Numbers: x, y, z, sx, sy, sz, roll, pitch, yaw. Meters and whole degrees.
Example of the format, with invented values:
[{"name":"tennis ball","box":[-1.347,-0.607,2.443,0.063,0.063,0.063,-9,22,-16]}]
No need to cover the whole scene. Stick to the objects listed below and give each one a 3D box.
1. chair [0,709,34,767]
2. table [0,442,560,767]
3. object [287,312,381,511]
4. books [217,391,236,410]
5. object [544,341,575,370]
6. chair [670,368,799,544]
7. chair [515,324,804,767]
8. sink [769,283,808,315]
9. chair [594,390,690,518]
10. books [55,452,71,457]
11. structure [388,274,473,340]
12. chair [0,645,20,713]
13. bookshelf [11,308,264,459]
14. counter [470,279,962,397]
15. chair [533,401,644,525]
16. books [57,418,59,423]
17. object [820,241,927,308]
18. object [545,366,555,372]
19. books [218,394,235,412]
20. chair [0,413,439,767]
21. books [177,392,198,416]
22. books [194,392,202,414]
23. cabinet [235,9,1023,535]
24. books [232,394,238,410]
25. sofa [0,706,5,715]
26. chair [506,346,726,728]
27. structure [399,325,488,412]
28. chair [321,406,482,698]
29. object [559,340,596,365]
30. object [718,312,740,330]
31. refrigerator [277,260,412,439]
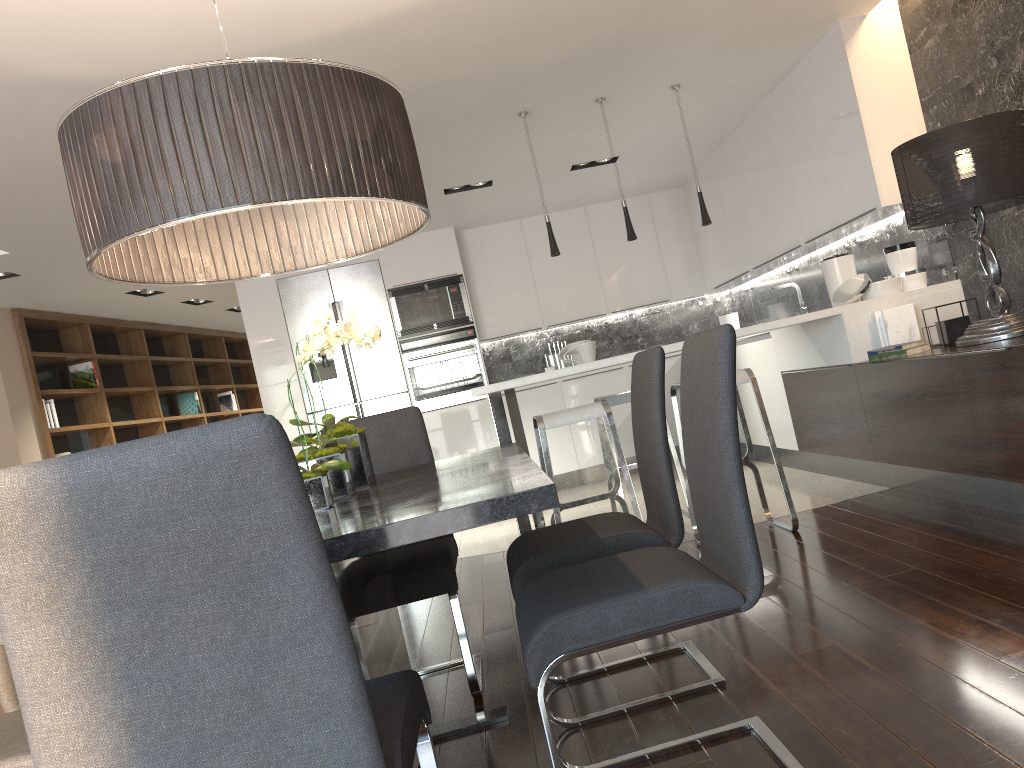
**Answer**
[{"name":"chair","box":[-1.055,0.709,1.728,0.580,0.964,0.422,-13,0,-6]},{"name":"table","box":[-0.383,0.668,2.168,1.054,0.760,1.583,-13,-1,-4]},{"name":"object","box":[-0.461,0.039,2.272,0.316,0.501,0.564,-13,0,-7]},{"name":"books","box":[-3.472,0.222,10.702,0.174,0.244,0.019,-13,0,2]},{"name":"object","box":[0.444,-0.236,8.252,0.293,0.336,0.060,-13,0,-4]},{"name":"chair","box":[1.051,0.353,4.292,0.426,0.800,0.425,-13,0,-5]},{"name":"chair","box":[0.279,0.409,1.930,0.580,0.964,0.422,-13,0,-6]},{"name":"sink","box":[2.017,-0.475,6.331,0.515,0.520,1.139,-13,-1,-3]},{"name":"chair","box":[0.759,0.434,5.261,0.426,0.800,0.425,-13,0,-5]},{"name":"books","box":[-3.804,0.601,7.398,0.162,0.020,0.196,-12,-1,-25]},{"name":"structure","box":[-0.725,-0.672,8.024,0.669,0.450,0.604,-13,-1,-6]},{"name":"chair","box":[-1.080,0.725,2.420,0.580,0.964,0.422,-13,0,-6]},{"name":"bookshelf","box":[-3.467,0.602,10.340,0.288,2.490,6.590,-13,-1,7]},{"name":"counter","box":[1.043,-0.205,6.560,2.726,0.041,3.981,-13,-1,-4]},{"name":"chair","box":[0.360,0.509,4.187,0.426,0.800,0.425,-13,0,-5]},{"name":"books","box":[-3.882,0.271,7.342,0.164,0.233,0.023,-13,0,2]},{"name":"object","box":[2.045,-0.632,4.930,0.570,0.298,0.418,-13,-1,6]},{"name":"object","box":[0.358,-0.106,8.153,0.087,0.117,0.097,-13,0,44]},{"name":"books","box":[-3.468,0.240,10.681,0.154,0.205,0.022,-13,0,2]},{"name":"chair","box":[-0.371,0.547,1.318,0.433,0.964,0.565,-13,0,-5]},{"name":"books","box":[-3.603,0.229,9.774,0.200,0.260,0.014,-13,0,1]},{"name":"books","box":[-3.578,0.231,9.795,0.193,0.245,0.028,-13,0,2]},{"name":"cabinet","box":[0.175,-0.309,5.002,4.504,2.500,6.837,-13,-1,-4]},{"name":"books","box":[-3.456,0.238,10.766,0.154,0.205,0.020,-13,0,2]},{"name":"sofa","box":[-3.219,1.358,3.533,2.721,0.704,2.500,-13,-1,4]},{"name":"chair","box":[0.254,0.425,2.623,0.580,0.964,0.422,-13,0,-6]},{"name":"structure","box":[-0.597,-0.122,7.978,0.674,0.651,0.641,-13,0,-6]},{"name":"chair","box":[-0.411,0.582,3.003,0.433,0.964,0.565,-13,0,-5]},{"name":"object","box":[0.365,-0.167,4.809,0.190,0.133,0.433,-13,-1,-3]},{"name":"object","box":[1.959,-0.528,8.323,0.353,0.234,0.554,-13,-1,5]},{"name":"refrigerator","box":[-1.343,0.160,7.880,0.886,2.343,0.575,-13,0,-7]}]
